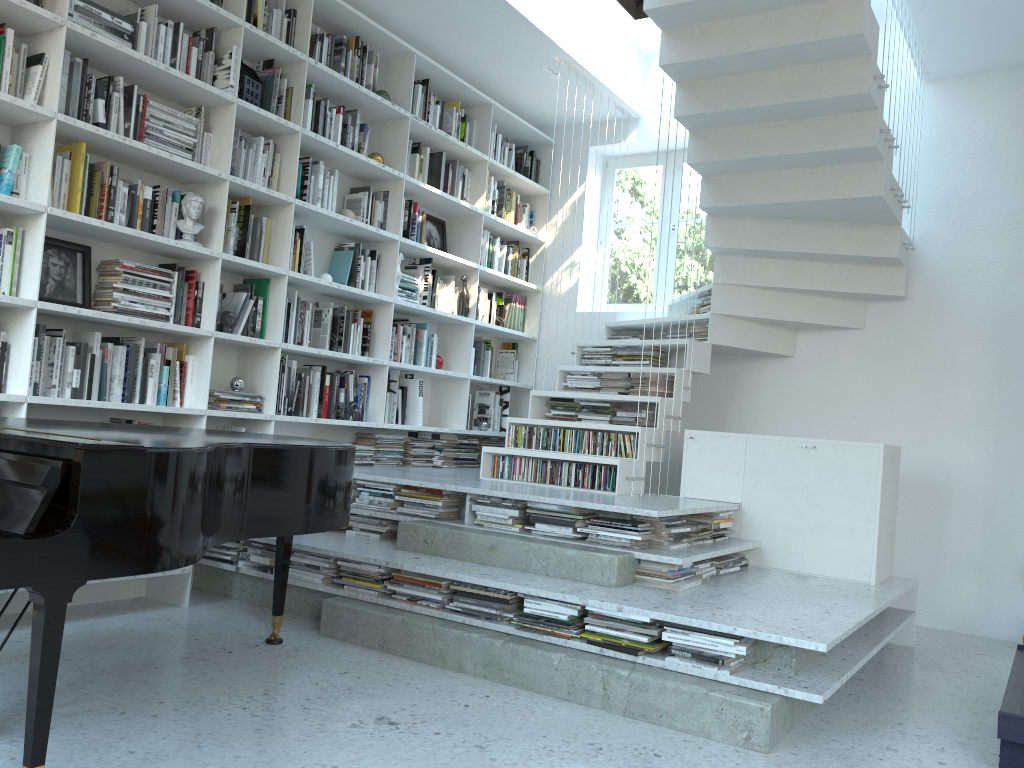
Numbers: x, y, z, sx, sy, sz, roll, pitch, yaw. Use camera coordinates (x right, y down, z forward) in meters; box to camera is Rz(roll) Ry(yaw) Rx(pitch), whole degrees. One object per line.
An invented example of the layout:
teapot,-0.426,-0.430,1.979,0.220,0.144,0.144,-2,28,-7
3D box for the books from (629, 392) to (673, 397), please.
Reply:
books,0.823,0.062,5.171,0.215,0.013,0.189,6,-3,-25

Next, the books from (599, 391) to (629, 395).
books,0.634,0.061,5.373,0.128,0.016,0.184,2,-4,40

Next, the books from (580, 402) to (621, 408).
books,0.529,0.125,5.279,0.194,0.014,0.177,3,-3,27

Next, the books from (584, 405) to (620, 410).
books,0.540,0.143,5.299,0.178,0.017,0.133,2,-4,36

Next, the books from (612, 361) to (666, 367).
books,0.786,-0.123,5.473,0.182,0.013,0.287,8,-4,-44

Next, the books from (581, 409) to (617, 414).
books,0.525,0.164,5.277,0.155,0.012,0.189,3,-4,35

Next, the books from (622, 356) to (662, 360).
books,0.801,-0.158,5.488,0.196,0.014,0.154,2,-4,45

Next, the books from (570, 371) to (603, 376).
books,0.481,-0.062,5.572,0.180,0.014,0.157,3,-4,30

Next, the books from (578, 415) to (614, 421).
books,0.523,0.205,5.276,0.207,0.016,0.175,3,-3,27

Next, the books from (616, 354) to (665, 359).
books,0.795,-0.169,5.481,0.254,0.007,0.177,2,-4,40

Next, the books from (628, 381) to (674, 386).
books,0.835,0.002,5.159,0.295,0.007,0.146,6,-3,-27

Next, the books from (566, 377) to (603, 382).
books,0.479,-0.021,5.572,0.239,0.017,0.150,3,-3,30

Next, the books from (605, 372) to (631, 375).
books,0.662,-0.058,5.364,0.155,0.009,0.155,3,-4,32

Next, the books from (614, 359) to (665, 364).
books,0.786,-0.137,5.473,0.243,0.014,0.191,2,-4,45

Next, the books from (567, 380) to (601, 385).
books,0.480,-0.003,5.576,0.230,0.019,0.143,3,-4,31

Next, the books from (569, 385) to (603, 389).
books,0.472,0.022,5.566,0.179,0.010,0.160,3,-4,35

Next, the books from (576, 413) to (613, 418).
books,0.523,0.190,5.277,0.225,0.013,0.184,3,-3,29

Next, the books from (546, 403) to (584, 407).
books,0.335,0.128,5.391,0.188,0.006,0.198,3,-3,28

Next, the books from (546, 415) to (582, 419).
books,0.336,0.204,5.400,0.216,0.009,0.158,3,-3,25

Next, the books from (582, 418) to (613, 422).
books,0.530,0.218,5.290,0.188,0.008,0.147,2,-4,36

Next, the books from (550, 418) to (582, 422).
books,0.348,0.225,5.421,0.188,0.014,0.130,3,-4,32

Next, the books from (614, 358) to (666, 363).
books,0.793,-0.148,5.480,0.261,0.009,0.187,2,-4,42

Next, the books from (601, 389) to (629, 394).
books,0.659,0.047,5.356,0.177,0.014,0.200,2,-4,37

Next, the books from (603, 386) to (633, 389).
books,0.668,0.025,5.352,0.181,0.005,0.188,3,-4,32

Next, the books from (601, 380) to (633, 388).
books,0.673,0.005,5.350,0.221,0.035,0.178,2,-4,37

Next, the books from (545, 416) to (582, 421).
books,0.331,0.212,5.393,0.195,0.007,0.189,3,-3,29

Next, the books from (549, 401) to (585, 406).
books,0.346,0.121,5.408,0.195,0.012,0.161,3,-3,29

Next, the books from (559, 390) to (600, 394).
books,0.462,0.062,5.553,0.287,0.018,0.190,3,-4,31

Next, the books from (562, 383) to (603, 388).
books,0.478,0.012,5.574,0.297,0.012,0.145,3,-4,31

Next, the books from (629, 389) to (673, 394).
books,0.826,0.043,5.169,0.222,0.011,0.180,6,-3,-26

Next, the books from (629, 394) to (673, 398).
books,0.820,0.074,5.176,0.206,0.012,0.183,6,-4,-30

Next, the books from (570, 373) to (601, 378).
books,0.478,-0.048,5.569,0.180,0.014,0.157,3,-3,28

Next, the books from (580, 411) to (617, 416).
books,0.531,0.178,5.288,0.219,0.013,0.150,2,-4,37

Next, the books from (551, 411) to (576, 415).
books,0.344,0.182,5.410,0.166,0.015,0.145,3,-3,27

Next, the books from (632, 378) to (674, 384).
books,0.829,-0.017,5.175,0.184,0.016,0.179,6,-3,-29

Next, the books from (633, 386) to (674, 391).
books,0.833,0.030,5.157,0.215,0.014,0.138,6,-4,-30

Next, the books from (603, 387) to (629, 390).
books,0.647,0.033,5.366,0.155,0.013,0.139,3,-4,34

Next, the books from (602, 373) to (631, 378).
books,0.666,-0.045,5.361,0.190,0.017,0.166,3,-4,35

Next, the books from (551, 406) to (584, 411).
books,0.346,0.153,5.411,0.181,0.022,0.140,3,-3,25

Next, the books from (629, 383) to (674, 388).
books,0.828,0.011,5.172,0.232,0.011,0.171,6,-3,-21

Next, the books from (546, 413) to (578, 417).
books,0.335,0.194,5.397,0.225,0.012,0.159,2,-4,40

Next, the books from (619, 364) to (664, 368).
books,0.804,-0.107,5.494,0.249,0.014,0.130,2,-4,45

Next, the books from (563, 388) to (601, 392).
books,0.476,0.047,5.575,0.288,0.017,0.136,3,-3,30

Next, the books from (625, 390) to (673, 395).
books,0.820,0.052,5.181,0.254,0.007,0.189,6,-4,-30

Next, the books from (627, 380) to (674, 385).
books,0.836,-0.005,5.159,0.295,0.007,0.146,6,-3,-23

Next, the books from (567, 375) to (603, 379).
books,0.471,-0.036,5.559,0.203,0.011,0.173,3,-3,27

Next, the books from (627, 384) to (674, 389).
books,0.834,0.020,5.158,0.295,0.006,0.146,6,-3,-23

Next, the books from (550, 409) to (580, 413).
books,0.349,0.170,5.417,0.198,0.010,0.132,2,-4,36

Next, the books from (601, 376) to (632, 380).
books,0.666,-0.031,5.359,0.218,0.012,0.156,7,-4,-41

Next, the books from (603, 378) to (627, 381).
books,0.649,-0.019,5.370,0.159,0.012,0.129,8,-4,-43

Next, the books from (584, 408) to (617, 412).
books,0.542,0.157,5.304,0.185,0.008,0.129,3,-4,31

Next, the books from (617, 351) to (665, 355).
books,0.799,-0.188,5.484,0.240,0.009,0.174,2,-4,41

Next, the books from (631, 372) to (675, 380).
books,0.834,-0.042,5.170,0.234,0.025,0.157,6,-3,-20

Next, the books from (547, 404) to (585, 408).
books,0.344,0.137,5.406,0.208,0.009,0.160,3,-3,28

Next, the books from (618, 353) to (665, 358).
books,0.805,-0.177,5.492,0.257,0.011,0.144,2,-4,39

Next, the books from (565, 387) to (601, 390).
books,0.476,0.033,5.573,0.254,0.010,0.138,3,-3,29

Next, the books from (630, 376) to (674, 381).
books,0.837,-0.027,5.162,0.254,0.005,0.161,6,-3,-25
